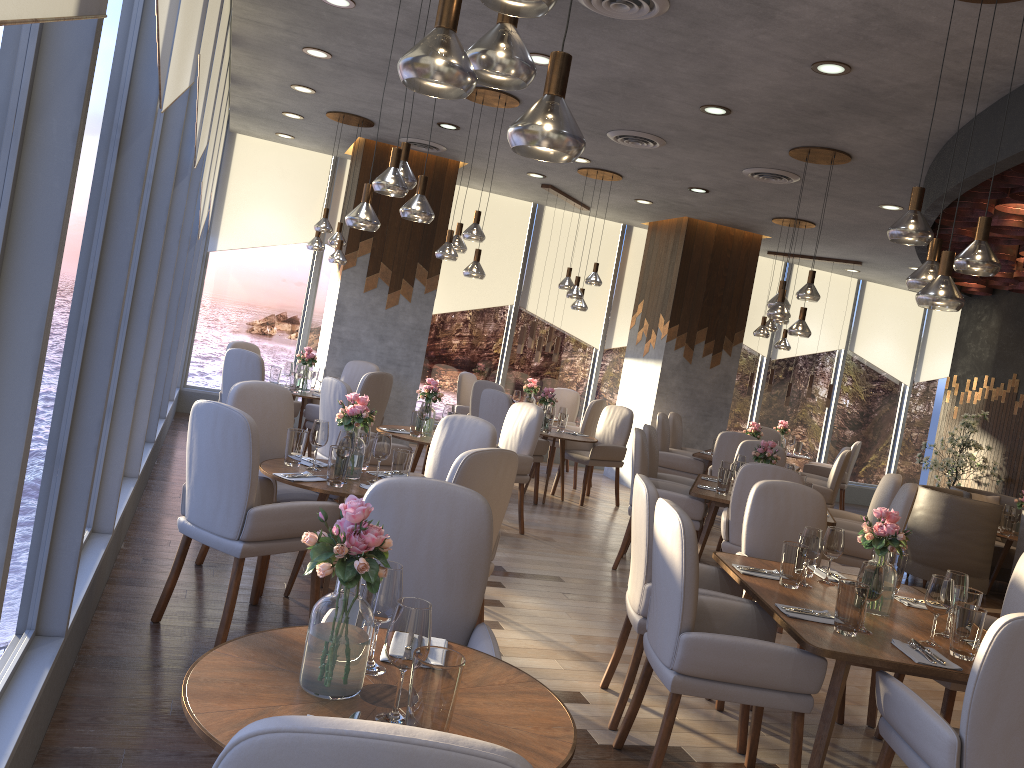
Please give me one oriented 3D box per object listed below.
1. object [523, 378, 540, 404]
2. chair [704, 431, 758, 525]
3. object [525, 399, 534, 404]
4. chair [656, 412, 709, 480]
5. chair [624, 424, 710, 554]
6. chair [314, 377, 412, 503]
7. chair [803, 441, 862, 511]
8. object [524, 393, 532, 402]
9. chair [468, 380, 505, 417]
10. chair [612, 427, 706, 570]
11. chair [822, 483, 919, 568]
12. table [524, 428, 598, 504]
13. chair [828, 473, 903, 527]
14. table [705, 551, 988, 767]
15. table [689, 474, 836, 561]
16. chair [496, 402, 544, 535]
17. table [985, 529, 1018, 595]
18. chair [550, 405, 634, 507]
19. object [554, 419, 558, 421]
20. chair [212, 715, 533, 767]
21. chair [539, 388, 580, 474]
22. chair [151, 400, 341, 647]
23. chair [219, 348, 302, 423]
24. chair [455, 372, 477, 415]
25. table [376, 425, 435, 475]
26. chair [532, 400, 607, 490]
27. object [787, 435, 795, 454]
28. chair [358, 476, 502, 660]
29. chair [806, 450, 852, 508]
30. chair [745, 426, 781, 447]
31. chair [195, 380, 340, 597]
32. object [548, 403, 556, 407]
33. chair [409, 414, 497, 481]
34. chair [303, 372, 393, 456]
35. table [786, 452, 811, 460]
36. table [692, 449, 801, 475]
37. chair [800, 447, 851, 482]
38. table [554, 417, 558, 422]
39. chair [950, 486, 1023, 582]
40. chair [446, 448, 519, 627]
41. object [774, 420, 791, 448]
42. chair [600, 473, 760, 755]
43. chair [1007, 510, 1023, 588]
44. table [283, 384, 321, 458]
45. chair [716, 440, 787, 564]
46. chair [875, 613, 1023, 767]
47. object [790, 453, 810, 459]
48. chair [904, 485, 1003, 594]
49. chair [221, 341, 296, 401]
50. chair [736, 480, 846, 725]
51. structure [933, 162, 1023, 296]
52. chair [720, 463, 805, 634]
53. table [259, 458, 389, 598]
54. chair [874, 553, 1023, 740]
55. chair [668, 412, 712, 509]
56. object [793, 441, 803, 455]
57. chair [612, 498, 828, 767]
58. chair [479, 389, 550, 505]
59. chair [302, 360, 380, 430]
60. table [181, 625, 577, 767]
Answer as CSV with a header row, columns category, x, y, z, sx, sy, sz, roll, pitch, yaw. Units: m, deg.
category,x,y,z,sx,sy,sz,roll,pitch,yaw
object,0.209,0.138,10.219,0.210,0.415,0.198,10,1,-6
chair,2.140,0.950,8.471,0.529,1.000,0.599,11,2,25
object,0.187,0.268,9.937,0.102,0.178,0.102,9,2,-38
chair,1.736,0.839,9.237,0.601,1.000,0.527,11,1,20
chair,1.242,0.863,6.945,0.601,1.000,0.527,11,1,18
chair,-1.080,0.480,6.200,0.598,1.000,0.530,9,2,-38
chair,3.965,1.151,11.083,0.601,1.000,0.527,11,1,25
object,0.173,0.227,10.044,0.092,0.244,0.092,9,2,-44
chair,-0.191,0.472,9.615,0.529,1.000,0.598,11,2,31
chair,1.090,0.862,6.401,0.600,1.000,0.528,11,1,12
chair,2.356,1.108,6.042,0.601,1.000,0.527,11,1,18
table,0.360,0.793,8.575,0.832,0.662,0.836,8,3,-44
chair,2.489,1.105,6.596,0.600,1.000,0.528,11,1,10
table,1.353,1.220,3.501,0.964,0.665,1.308,10,2,-2
table,1.763,1.147,6.508,0.966,0.665,1.306,11,2,15
chair,-0.154,0.614,6.882,0.598,1.000,0.530,9,2,-37
table,4.436,1.619,7.800,0.832,0.561,0.836,9,2,-26
chair,0.837,0.690,8.962,0.598,1.000,0.530,9,2,-41
object,0.400,0.382,10.039,0.255,0.019,0.157,12,3,28
chair,-0.246,0.871,1.305,0.528,1.000,0.600,10,1,-5
chair,0.464,0.536,10.724,0.529,1.000,0.598,11,2,29
chair,-1.136,0.584,3.885,0.530,1.000,0.598,11,2,34
chair,-2.185,0.213,7.561,0.529,1.000,0.599,11,2,25
chair,-0.384,0.397,10.433,0.601,1.000,0.527,11,1,25
table,-0.641,0.712,6.545,0.836,0.662,0.832,11,2,31
chair,0.658,0.613,9.879,0.601,1.000,0.527,11,2,28
object,3.578,0.776,11.377,0.092,0.244,0.092,10,1,-28
chair,-0.311,0.802,2.463,0.528,1.000,0.600,10,1,-5
chair,2.938,1.082,8.724,0.601,1.000,0.527,11,1,25
chair,2.744,0.983,10.009,0.529,1.000,0.599,11,1,19
chair,-1.254,0.522,4.700,0.601,1.000,0.527,11,2,38
object,0.445,0.301,10.201,0.102,0.178,0.102,10,1,-16
chair,-0.466,0.658,4.827,0.530,1.000,0.598,11,2,35
chair,-1.441,0.338,7.763,0.601,1.000,0.527,11,2,28
table,3.351,1.195,11.402,0.832,0.662,0.836,9,2,-27
table,2.412,1.129,9.257,0.967,0.665,1.305,11,3,22
chair,3.138,1.092,9.256,0.601,1.000,0.527,11,1,18
table,0.117,0.670,10.198,0.834,0.662,0.834,10,2,2
chair,4.433,1.446,8.453,0.773,0.837,0.596,10,2,-9
chair,-0.370,0.718,3.966,0.601,1.000,0.527,11,2,37
object,3.424,0.667,11.267,0.197,0.415,0.211,9,2,-41
chair,0.734,0.928,3.755,0.600,1.000,0.528,10,1,1
chair,4.500,1.526,7.075,0.774,0.837,0.596,10,2,-4
table,-1.976,0.393,8.143,0.832,0.662,0.836,9,2,-32
chair,2.002,0.982,7.308,0.529,1.000,0.599,11,1,12
chair,1.432,1.108,2.659,0.528,1.000,0.600,10,1,1
object,3.652,0.911,11.243,0.255,0.019,0.157,11,3,20
chair,3.788,1.362,7.791,0.595,0.837,0.775,10,2,1
chair,-2.427,0.131,8.347,0.601,1.000,0.527,11,2,29
chair,1.367,1.014,4.329,0.528,1.000,0.600,10,1,-5
structure,4.092,-1.133,5.005,2.758,0.556,9.451,11,3,11
chair,1.596,0.988,5.690,0.529,1.000,0.599,11,1,18
table,-0.869,0.779,4.352,0.832,0.662,0.836,10,2,-19
chair,2.028,1.160,3.789,0.599,1.000,0.529,10,1,-6
chair,1.954,0.853,9.758,0.601,1.000,0.527,11,1,25
object,3.675,0.826,11.408,0.102,0.178,0.102,9,2,-34
chair,0.744,0.957,3.189,0.599,1.000,0.529,10,1,-4
chair,-0.035,0.570,8.209,0.598,1.000,0.530,9,2,-42
chair,-1.668,0.256,8.598,0.529,1.000,0.599,11,2,26
table,-0.330,0.996,1.914,0.832,0.662,0.836,10,2,-16
